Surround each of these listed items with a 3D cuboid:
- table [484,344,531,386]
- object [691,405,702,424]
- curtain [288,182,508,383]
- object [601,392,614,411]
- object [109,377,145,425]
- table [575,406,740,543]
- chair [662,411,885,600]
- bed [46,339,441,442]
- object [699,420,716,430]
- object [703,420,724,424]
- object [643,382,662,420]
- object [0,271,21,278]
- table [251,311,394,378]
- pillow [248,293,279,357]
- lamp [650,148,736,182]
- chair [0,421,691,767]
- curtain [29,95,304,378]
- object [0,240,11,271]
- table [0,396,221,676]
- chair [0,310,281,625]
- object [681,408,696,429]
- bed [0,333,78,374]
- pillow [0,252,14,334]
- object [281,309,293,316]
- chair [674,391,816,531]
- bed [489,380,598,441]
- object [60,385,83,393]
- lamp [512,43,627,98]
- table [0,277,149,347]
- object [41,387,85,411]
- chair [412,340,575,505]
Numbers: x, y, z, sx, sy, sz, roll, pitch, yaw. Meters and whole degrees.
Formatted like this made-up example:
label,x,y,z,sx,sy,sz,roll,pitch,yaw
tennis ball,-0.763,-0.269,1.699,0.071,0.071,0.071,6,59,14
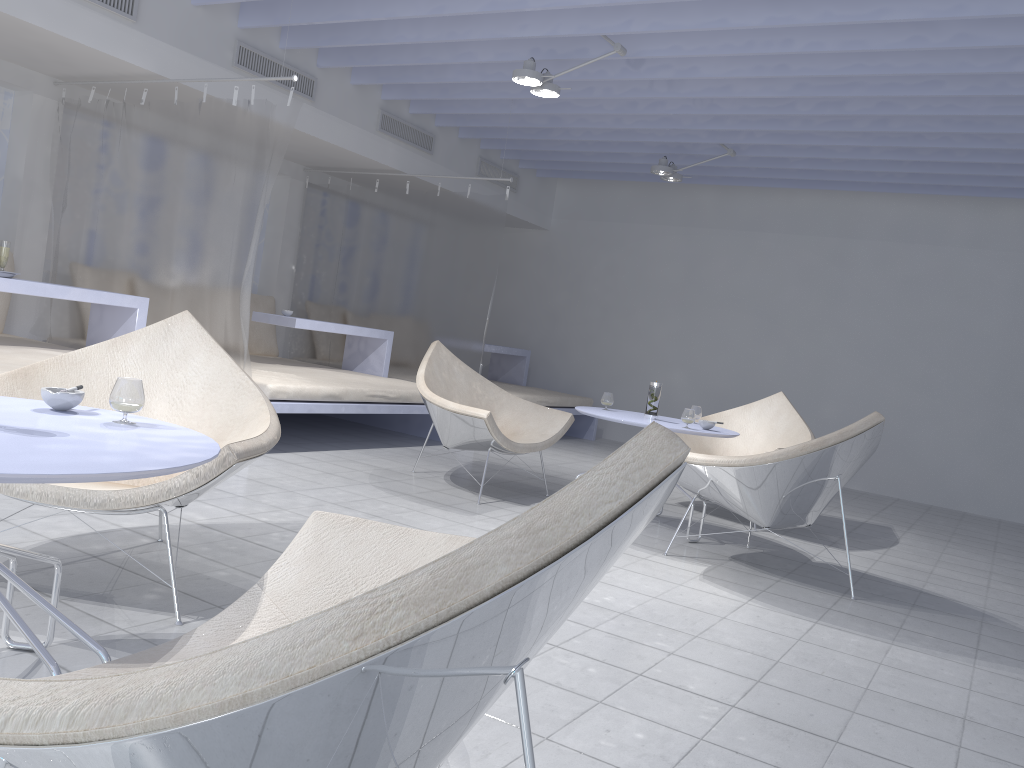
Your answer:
label,x,y,z,sx,sy,sz,roll,pitch,yaw
table,-0.285,-0.157,8.403,0.416,0.450,1.065,10,3,30
object,0.961,0.161,4.649,0.068,0.091,0.068,10,3,19
curtain,-0.988,-0.760,6.959,1.998,1.559,0.125,10,3,28
object,0.499,0.091,4.648,0.068,0.091,0.068,10,3,19
object,-0.785,0.034,1.808,0.068,0.091,0.068,7,3,-32
table,0.684,0.445,4.467,0.825,0.534,0.823,9,3,7
chair,1.182,0.438,3.807,0.906,0.759,0.753,6,4,-43
bed,-1.679,0.062,6.041,2.016,0.427,2.200,10,3,30
object,0.943,0.200,4.297,0.082,0.043,0.082,10,3,31
object,0.970,0.185,4.277,0.098,0.016,0.012,10,3,29
object,0.716,0.084,4.489,0.075,0.185,0.075,8,3,-7
object,-2.600,-0.551,4.286,0.275,0.031,0.429,10,3,31
table,-1.382,-0.230,6.483,0.416,0.450,1.065,10,3,30
pillow,-2.074,-0.473,7.123,0.230,0.521,0.524,10,3,28
lamp,1.377,-1.664,6.686,0.587,0.218,0.380,10,3,30
chair,-0.202,0.361,1.063,0.753,0.759,0.906,10,3,25
curtain,-2.051,-0.848,5.011,2.050,1.552,0.151,10,3,30
object,-2.506,-0.619,4.371,0.059,0.174,0.059,9,3,-2
table,-0.979,0.334,1.560,0.825,0.534,0.823,10,3,21
chair,-1.092,0.155,2.514,0.906,0.759,0.753,9,3,0
object,0.832,0.164,4.191,0.068,0.091,0.068,10,3,19
bed,-2.789,-0.011,4.131,2.022,0.422,2.200,10,3,30
pillow,-3.188,-0.561,5.190,0.231,0.510,0.572,10,3,30
object,-1.568,-0.493,6.176,0.082,0.043,0.082,8,3,-9
chair,1.377,0.397,5.248,0.906,0.759,0.753,11,4,44
bed,-0.582,0.135,7.960,2.016,0.427,2.200,10,3,30
object,-0.932,0.013,1.878,0.012,0.016,0.098,8,3,-4
lamp,0.330,-1.734,4.853,0.587,0.218,0.380,10,3,30
table,-2.480,-0.303,4.561,0.416,0.450,1.065,10,3,30
object,-0.937,0.034,1.847,0.082,0.043,0.082,9,3,-2
chair,-0.201,0.179,4.797,0.753,0.759,0.906,10,3,33
